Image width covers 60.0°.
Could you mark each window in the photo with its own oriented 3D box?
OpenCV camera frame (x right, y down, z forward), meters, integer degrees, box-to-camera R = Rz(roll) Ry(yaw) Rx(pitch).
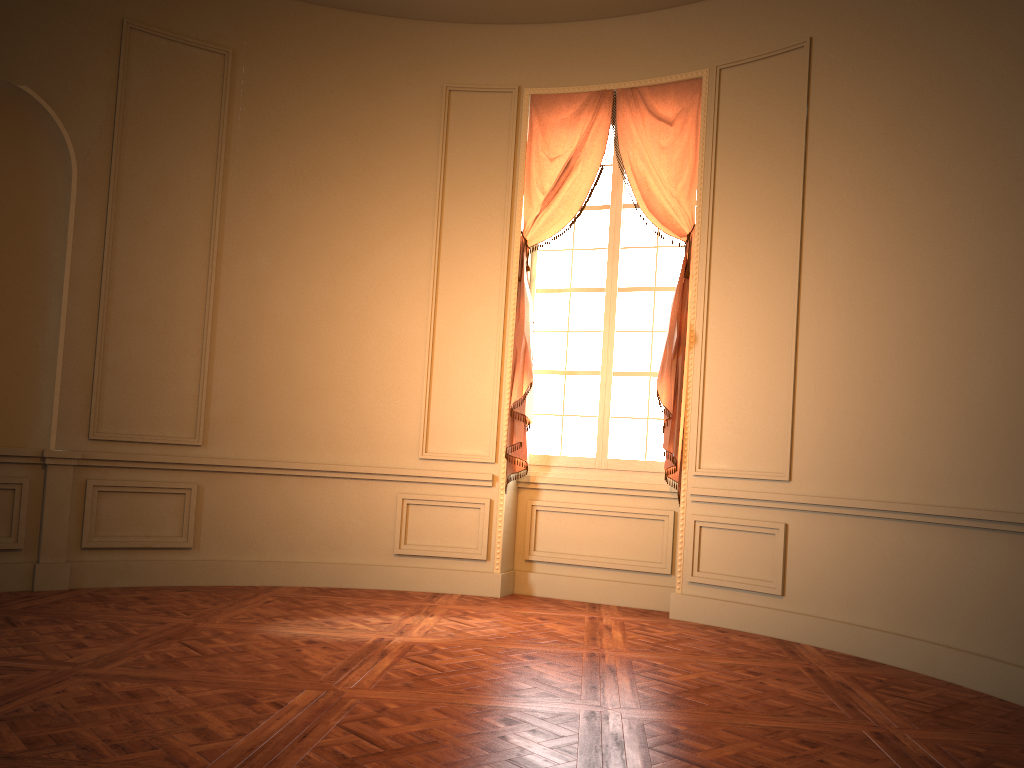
[{"bbox_3d":[0.739,-0.704,6.552,1.284,2.834,0.048,2,-3,21],"label":"window"}]

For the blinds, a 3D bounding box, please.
[{"bbox_3d":[0.633,-0.666,6.283,1.311,2.974,0.291,2,-3,21],"label":"blinds"}]
